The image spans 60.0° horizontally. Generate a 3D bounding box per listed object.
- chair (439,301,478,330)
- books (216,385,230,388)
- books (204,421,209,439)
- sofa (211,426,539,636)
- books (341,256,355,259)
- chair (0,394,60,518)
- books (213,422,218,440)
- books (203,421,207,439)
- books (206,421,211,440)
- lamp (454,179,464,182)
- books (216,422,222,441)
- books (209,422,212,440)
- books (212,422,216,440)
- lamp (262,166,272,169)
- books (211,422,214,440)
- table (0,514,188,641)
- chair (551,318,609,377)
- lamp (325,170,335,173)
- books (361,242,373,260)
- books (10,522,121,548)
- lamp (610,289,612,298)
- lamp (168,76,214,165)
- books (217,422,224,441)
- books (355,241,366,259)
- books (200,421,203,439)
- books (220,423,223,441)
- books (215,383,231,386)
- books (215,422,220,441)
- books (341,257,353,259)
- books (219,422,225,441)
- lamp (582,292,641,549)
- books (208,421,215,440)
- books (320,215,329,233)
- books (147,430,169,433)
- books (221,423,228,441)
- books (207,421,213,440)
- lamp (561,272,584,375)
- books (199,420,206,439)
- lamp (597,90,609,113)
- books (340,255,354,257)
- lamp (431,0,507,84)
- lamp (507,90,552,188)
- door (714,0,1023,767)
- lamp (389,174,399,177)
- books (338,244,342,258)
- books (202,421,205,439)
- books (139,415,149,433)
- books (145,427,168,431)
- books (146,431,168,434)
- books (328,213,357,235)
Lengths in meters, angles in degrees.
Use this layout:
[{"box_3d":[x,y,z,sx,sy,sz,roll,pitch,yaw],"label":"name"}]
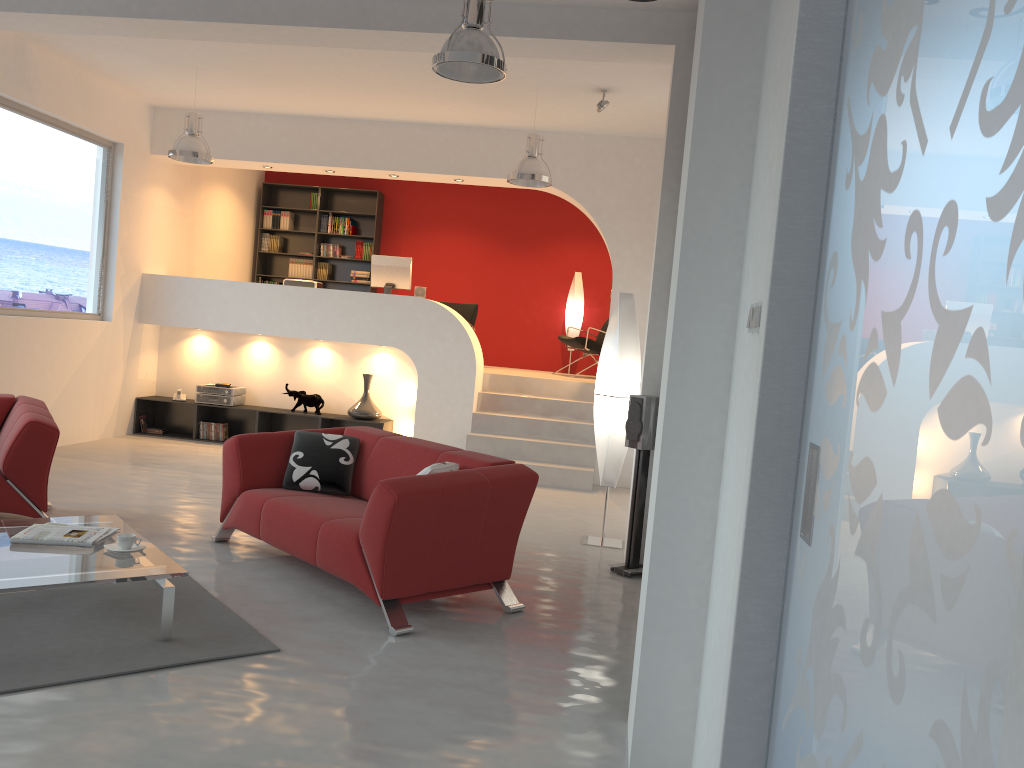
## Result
[{"box_3d":[-0.883,-0.649,11.116,0.664,0.795,0.768,7,3,27],"label":"chair"},{"box_3d":[-3.147,0.021,9.655,0.135,0.015,0.190,4,3,-13],"label":"books"},{"box_3d":[-3.310,0.502,9.648,0.031,0.190,0.135,5,3,7],"label":"books"},{"box_3d":[-0.831,0.695,4.975,0.951,0.738,1.929,2,4,-43],"label":"sofa"},{"box_3d":[-2.238,-1.732,12.183,0.190,0.015,0.135,5,3,7],"label":"books"},{"box_3d":[-3.370,0.454,5.222,1.288,0.738,0.951,3,3,-33],"label":"chair"},{"box_3d":[-3.206,0.512,9.636,0.031,0.190,0.135,5,3,7],"label":"books"},{"box_3d":[-3.325,0.501,9.650,0.031,0.190,0.135,5,3,7],"label":"books"},{"box_3d":[-3.295,0.504,9.647,0.031,0.190,0.135,5,3,7],"label":"books"},{"box_3d":[-0.556,-2.134,9.296,0.105,0.011,0.105,5,3,-5],"label":"lamp"},{"box_3d":[-3.176,0.515,9.633,0.031,0.190,0.135,5,3,7],"label":"books"},{"box_3d":[-3.251,0.508,9.641,0.031,0.190,0.135,5,3,7],"label":"books"},{"box_3d":[-3.221,0.511,9.638,0.031,0.190,0.135,5,3,7],"label":"books"},{"box_3d":[-2.632,-2.333,9.542,0.105,0.011,0.105,5,3,-5],"label":"lamp"},{"box_3d":[-3.236,0.509,9.640,0.031,0.190,0.135,5,3,7],"label":"books"},{"box_3d":[-2.151,0.853,3.832,1.097,0.286,1.162,3,4,-38],"label":"table"},{"box_3d":[0.992,-0.472,10.952,0.768,0.795,0.664,4,3,-18],"label":"chair"},{"box_3d":[-1.940,-2.266,9.460,0.105,0.011,0.105,5,3,-5],"label":"lamp"},{"box_3d":[-1.958,-1.803,12.138,0.146,0.240,0.170,5,3,7],"label":"books"},{"box_3d":[-2.045,0.690,4.059,0.367,0.035,0.345,5,3,-3],"label":"books"},{"box_3d":[1.025,-0.933,9.150,0.011,0.105,0.105,5,3,7],"label":"lamp"},{"box_3d":[-2.794,-2.371,7.790,0.379,0.800,0.379,4,3,-22],"label":"lamp"},{"box_3d":[-3.162,0.517,9.631,0.031,0.190,0.135,5,3,7],"label":"books"},{"box_3d":[-2.077,-1.822,12.152,0.090,0.256,0.181,5,3,7],"label":"books"},{"box_3d":[-3.354,0.498,9.654,0.031,0.190,0.135,5,3,7],"label":"books"},{"box_3d":[-3.132,0.519,9.627,0.031,0.190,0.135,5,3,7],"label":"books"},{"box_3d":[-3.148,0.006,9.664,0.135,0.015,0.190,5,3,-8],"label":"books"},{"box_3d":[-3.191,0.514,9.634,0.031,0.190,0.135,5,3,7],"label":"books"},{"box_3d":[-2.246,-1.718,12.184,0.190,0.015,0.135,5,3,2],"label":"books"},{"box_3d":[-3.147,0.518,9.629,0.031,0.190,0.135,5,3,7],"label":"books"},{"box_3d":[0.726,0.248,6.286,0.313,1.779,0.313,6,3,15],"label":"lamp"},{"box_3d":[-3.265,0.507,9.643,0.031,0.190,0.135,5,3,7],"label":"books"},{"box_3d":[-2.555,-2.186,12.196,0.090,0.256,0.181,5,3,7],"label":"books"},{"box_3d":[-3.903,0.516,9.772,0.190,0.015,0.135,5,3,7],"label":"books"},{"box_3d":[-3.117,0.521,9.626,0.031,0.190,0.135,5,3,7],"label":"books"},{"box_3d":[-3.280,0.505,9.645,0.031,0.190,0.135,5,3,7],"label":"books"},{"box_3d":[0.815,-0.804,11.750,0.237,1.349,0.237,6,3,15],"label":"lamp"},{"box_3d":[-3.369,0.497,9.655,0.031,0.190,0.135,5,3,7],"label":"books"},{"box_3d":[0.756,-2.338,7.346,0.118,0.176,0.112,3,4,-41],"label":"lamp"},{"box_3d":[-2.247,-1.748,12.183,0.190,0.015,0.135,6,3,12],"label":"books"},{"box_3d":[-0.182,-1.971,4.462,0.379,0.800,0.379,5,3,0],"label":"lamp"},{"box_3d":[0.181,-2.086,7.437,0.379,0.800,0.379,4,3,-22],"label":"lamp"},{"box_3d":[0.625,0.092,1.425,0.240,2.550,1.600,5,3,7],"label":"door"},{"box_3d":[-1.248,-2.200,9.378,0.105,0.011,0.105,5,3,-5],"label":"lamp"},{"box_3d":[-2.363,-1.817,12.195,0.031,0.190,0.135,5,3,7],"label":"books"},{"box_3d":[-3.340,0.499,9.652,0.031,0.190,0.135,5,3,7],"label":"books"},{"box_3d":[-4.038,0.438,9.735,0.063,0.187,0.135,5,3,7],"label":"books"},{"box_3d":[-3.917,0.499,9.773,0.190,0.015,0.135,5,3,7],"label":"books"},{"box_3d":[-3.909,0.530,9.773,0.190,0.015,0.135,5,3,7],"label":"books"},{"box_3d":[-2.323,-2.177,12.145,0.341,0.286,0.231,5,3,7],"label":"books"}]
